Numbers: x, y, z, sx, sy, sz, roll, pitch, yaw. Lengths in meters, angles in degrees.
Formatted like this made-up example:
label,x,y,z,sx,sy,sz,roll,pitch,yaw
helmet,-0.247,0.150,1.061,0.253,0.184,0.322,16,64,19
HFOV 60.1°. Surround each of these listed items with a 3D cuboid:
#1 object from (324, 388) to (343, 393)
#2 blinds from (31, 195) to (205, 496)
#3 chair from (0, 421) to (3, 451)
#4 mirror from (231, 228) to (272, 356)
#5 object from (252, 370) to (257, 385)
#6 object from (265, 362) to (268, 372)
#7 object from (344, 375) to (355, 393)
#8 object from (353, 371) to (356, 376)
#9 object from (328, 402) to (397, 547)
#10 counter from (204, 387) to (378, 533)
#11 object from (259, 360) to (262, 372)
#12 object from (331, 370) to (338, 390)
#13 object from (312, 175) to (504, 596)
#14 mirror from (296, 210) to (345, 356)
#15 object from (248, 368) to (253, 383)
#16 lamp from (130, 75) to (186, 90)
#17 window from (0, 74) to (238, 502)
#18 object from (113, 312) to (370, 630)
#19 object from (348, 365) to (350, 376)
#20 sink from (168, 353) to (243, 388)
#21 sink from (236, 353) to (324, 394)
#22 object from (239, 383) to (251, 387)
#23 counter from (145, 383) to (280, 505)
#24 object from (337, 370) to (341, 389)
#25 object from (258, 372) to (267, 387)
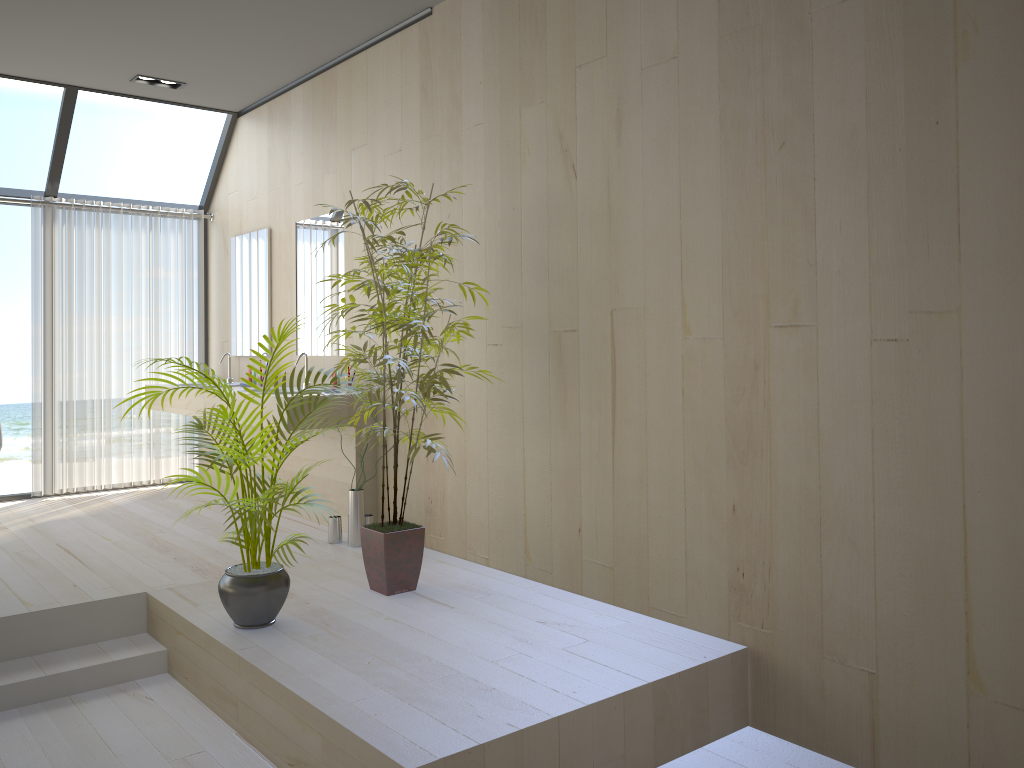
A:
label,x,y,z,sx,sy,sz,roll,pitch,yaw
object,-0.997,0.037,4.937,0.104,0.029,0.032,-1,1,1
blinds,-2.847,-0.285,6.455,1.183,2.072,0.084,-1,-1,-39
chair,-3.427,0.328,5.522,0.369,0.347,0.454,-1,1,-10
mirror,-1.854,-0.635,6.272,0.023,0.869,0.653,0,0,-39
object,-1.770,-0.052,6.070,0.039,0.135,0.039,-1,-1,10
object,-1.655,-0.071,5.921,0.054,0.175,0.012,0,-1,-14
object,-0.912,0.003,4.979,0.058,0.100,0.058,-1,0,-29
object,-0.897,-0.039,4.983,0.054,0.175,0.012,0,-1,-14
object,-0.774,0.471,4.727,0.274,0.749,0.407,-1,0,39
counter,-1.328,0.439,5.229,0.550,0.791,1.205,-1,1,-39
object,-1.671,-0.070,5.887,0.012,0.178,0.050,-1,-1,0
object,-1.005,-0.016,5.018,0.039,0.135,0.039,-1,-1,2
object,-0.456,-0.001,3.796,0.787,1.758,0.935,-1,0,-14
mirror,-1.181,-0.608,5.484,0.023,0.869,0.653,0,0,-39
object,-1.763,-0.047,5.956,0.039,0.135,0.039,-1,-1,10
lamp,-2.282,-1.996,5.706,0.301,0.112,0.164,-2,2,-39
window,-3.988,-0.565,5.294,4.562,2.815,0.744,-2,0,-39
object,-1.009,0.314,3.289,0.916,1.158,0.750,-1,0,-5
object,-0.913,-0.039,4.950,0.012,0.178,0.050,-1,-1,0
sink,-2.106,-0.005,6.117,0.504,0.419,0.573,-1,1,-35
sink,-1.348,0.026,5.179,0.504,0.419,0.573,-1,1,-35
object,-1.755,0.005,5.875,0.104,0.029,0.032,-1,1,1
counter,-2.086,0.407,6.166,0.550,0.791,1.205,-1,1,-39
object,-1.012,-0.020,5.132,0.039,0.135,0.039,-1,-1,2
object,-1.670,-0.029,5.917,0.058,0.100,0.058,-1,0,-32
